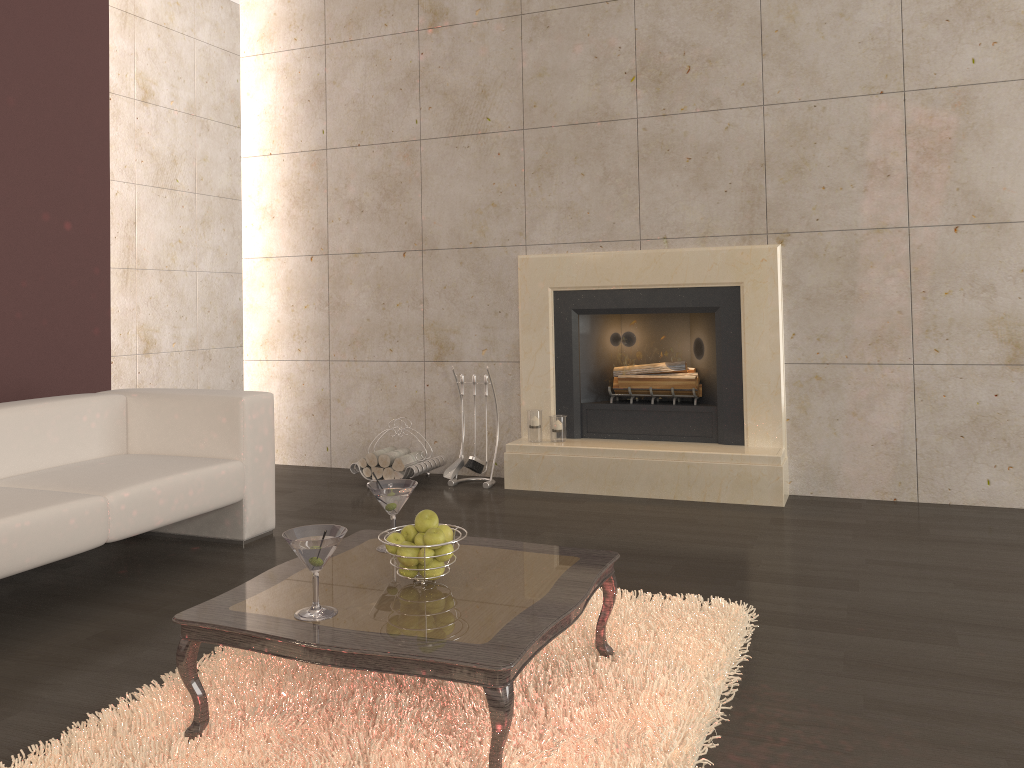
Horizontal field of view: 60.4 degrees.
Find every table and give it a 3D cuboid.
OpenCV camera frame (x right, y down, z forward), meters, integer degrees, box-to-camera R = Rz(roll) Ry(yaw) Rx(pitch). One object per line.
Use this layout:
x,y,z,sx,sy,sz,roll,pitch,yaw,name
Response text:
-0.244,0.670,2.308,0.904,0.303,0.917,1,5,21,table

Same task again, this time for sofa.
-2.036,0.465,3.034,0.942,0.650,2.792,0,5,22,sofa

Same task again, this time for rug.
-0.232,0.818,2.284,1.508,0.067,2.004,1,5,22,rug

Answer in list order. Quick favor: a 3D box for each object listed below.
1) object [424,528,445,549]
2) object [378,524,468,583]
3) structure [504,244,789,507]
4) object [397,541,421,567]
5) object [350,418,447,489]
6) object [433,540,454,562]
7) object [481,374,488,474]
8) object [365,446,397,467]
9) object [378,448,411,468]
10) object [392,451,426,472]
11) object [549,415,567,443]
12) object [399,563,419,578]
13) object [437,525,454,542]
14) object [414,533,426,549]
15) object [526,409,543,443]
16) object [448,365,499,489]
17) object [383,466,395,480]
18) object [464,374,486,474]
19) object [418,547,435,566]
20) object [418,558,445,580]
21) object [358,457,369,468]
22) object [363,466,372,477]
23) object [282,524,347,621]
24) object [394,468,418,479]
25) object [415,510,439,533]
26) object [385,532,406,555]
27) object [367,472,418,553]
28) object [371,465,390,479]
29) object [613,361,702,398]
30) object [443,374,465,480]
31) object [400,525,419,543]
-0.198,0.395,2.251,0.053,0.051,0.054,0,2,23,object
-0.232,0.454,2.308,0.234,0.119,0.234,-3,4,-23,object
0.760,-0.092,5.005,1.524,1.343,0.588,0,0,22,structure
-0.263,0.436,2.260,0.066,0.066,0.066,-1,2,-11,object
-0.675,0.395,5.271,0.430,0.380,0.503,0,3,22,object
-0.177,0.432,2.272,0.053,0.051,0.053,0,2,26,object
-0.156,0.229,5.103,0.027,0.566,0.106,-2,-2,15,object
-0.771,0.430,5.239,0.081,0.082,0.252,0,4,22,object
-0.691,0.435,5.208,0.079,0.076,0.252,0,4,22,object
-0.604,0.452,5.179,0.080,0.079,0.263,0,4,22,object
0.264,0.256,5.052,0.108,0.148,0.108,-1,1,26,object
-0.269,0.480,2.302,0.054,0.055,0.055,0,2,33,object
-0.182,0.402,2.323,0.057,0.061,0.062,-1,2,-9,object
-0.230,0.407,2.281,0.045,0.044,0.045,-1,2,-7,object
0.132,0.240,5.058,0.098,0.184,0.098,-1,0,-25,object
-0.219,0.237,5.164,0.263,0.700,0.216,-1,-1,22,object
-0.664,0.508,5.196,0.079,0.076,0.252,0,4,22,object
-0.219,0.236,5.157,0.136,0.589,0.069,0,-2,-44,object
-0.219,0.439,2.243,0.044,0.046,0.045,-1,2,14,object
-0.208,0.474,2.284,0.069,0.064,0.067,-2,2,-23,object
-0.827,0.450,5.261,0.057,0.057,0.252,0,5,22,object
-0.799,0.503,5.249,0.057,0.057,0.252,0,5,22,object
-0.465,0.434,2.085,0.151,0.217,0.151,-1,1,15,object
-0.603,0.518,5.165,0.061,0.059,0.244,0,5,22,object
-0.225,0.363,2.316,0.062,0.064,0.062,0,2,22,object
-0.303,0.415,2.291,0.054,0.055,0.053,-2,2,-15,object
-0.356,0.383,2.639,0.151,0.217,0.151,-1,1,-2,object
-0.730,0.505,5.239,0.082,0.074,0.277,0,5,22,object
0.842,-0.031,5.123,0.513,0.212,0.220,1,2,22,object
-0.327,0.245,5.168,0.125,0.604,0.115,0,-2,-28,object
-0.269,0.397,2.325,0.050,0.049,0.045,0,2,37,object
